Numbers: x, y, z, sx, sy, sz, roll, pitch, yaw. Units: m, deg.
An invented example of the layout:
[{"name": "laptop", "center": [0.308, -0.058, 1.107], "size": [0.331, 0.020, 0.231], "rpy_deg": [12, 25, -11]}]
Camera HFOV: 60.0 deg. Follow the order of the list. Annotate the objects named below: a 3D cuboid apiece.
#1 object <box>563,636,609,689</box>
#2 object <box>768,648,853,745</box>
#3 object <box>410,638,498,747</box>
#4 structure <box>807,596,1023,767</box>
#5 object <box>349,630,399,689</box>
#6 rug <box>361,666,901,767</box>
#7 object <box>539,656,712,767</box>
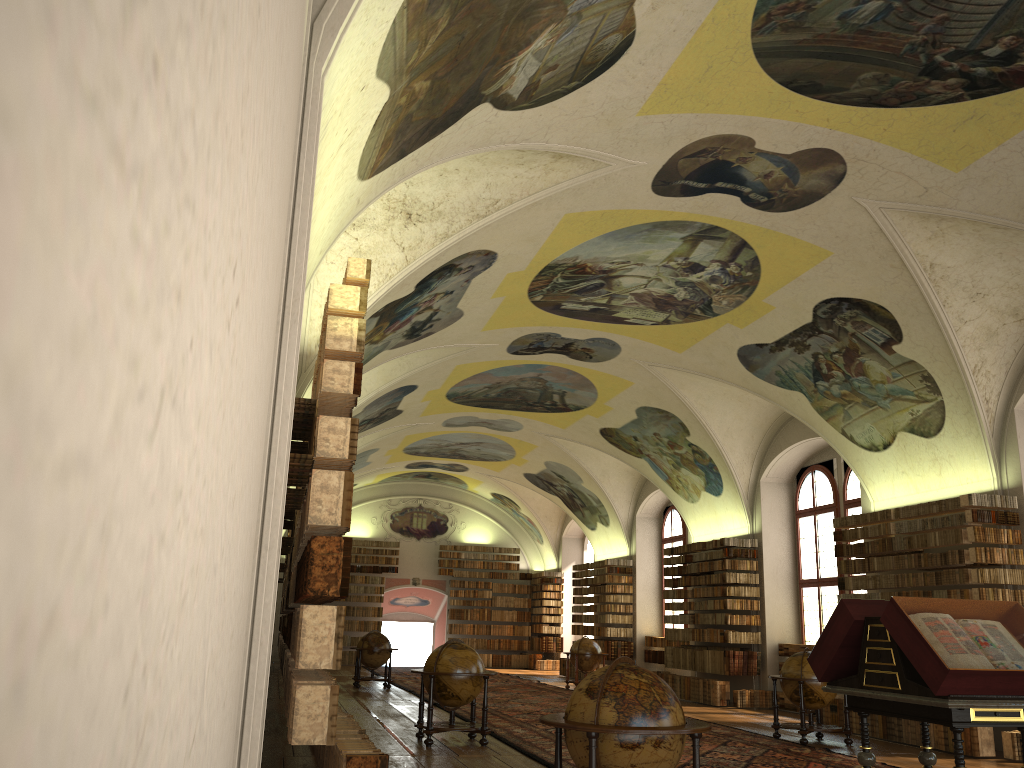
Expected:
[{"name": "object", "center": [2.043, 7.729, 24.566], "size": [1.280, 1.442, 1.284], "rpy_deg": [-6, -17, 27]}, {"name": "object", "center": [4.799, 5.004, 14.291], "size": [1.281, 1.442, 1.283], "rpy_deg": [-10, -19, 37]}, {"name": "object", "center": [-0.853, 4.452, 12.902], "size": [1.279, 1.442, 1.284], "rpy_deg": [-5, -16, 23]}, {"name": "structure", "center": [3.603, 2.841, 7.510], "size": [1.246, 1.972, 1.900], "rpy_deg": [5, -15, -14]}, {"name": "object", "center": [-3.619, 7.179, 23.187], "size": [1.280, 1.442, 1.284], "rpy_deg": [-6, -17, 27]}, {"name": "rug", "center": [1.204, 6.250, 16.697], "size": [4.706, 0.064, 37.069], "rpy_deg": [6, -16, -14]}, {"name": "object", "center": [0.838, 2.781, 6.602], "size": [1.281, 1.442, 1.283], "rpy_deg": [-10, -19, 37]}]
